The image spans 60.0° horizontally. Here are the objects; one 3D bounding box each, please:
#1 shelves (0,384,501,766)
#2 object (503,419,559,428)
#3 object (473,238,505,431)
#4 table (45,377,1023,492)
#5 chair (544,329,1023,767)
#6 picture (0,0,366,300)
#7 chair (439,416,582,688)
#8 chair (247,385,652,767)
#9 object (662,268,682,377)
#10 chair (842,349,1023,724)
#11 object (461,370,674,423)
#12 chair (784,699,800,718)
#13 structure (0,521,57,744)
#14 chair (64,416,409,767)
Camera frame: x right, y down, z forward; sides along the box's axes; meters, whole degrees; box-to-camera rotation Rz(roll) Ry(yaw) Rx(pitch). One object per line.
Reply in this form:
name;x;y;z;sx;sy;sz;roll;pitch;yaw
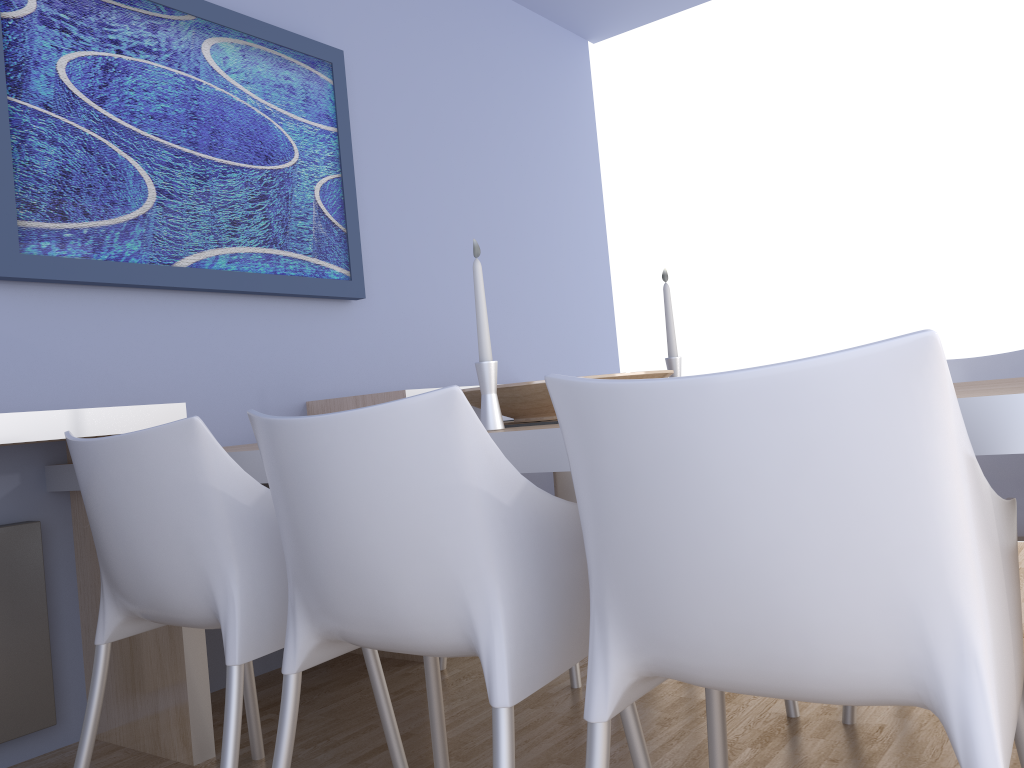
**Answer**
shelves;-0.860;0.480;2.333;0.463;0.840;3.901;-6;-2;36
object;0.117;0.076;1.950;0.986;0.005;0.594;-6;-2;36
object;-0.052;-0.091;1.596;0.045;0.349;0.045;-5;-2;-12
table;0.061;0.445;1.996;2.340;0.718;1.002;-6;-2;36
chair;0.352;0.357;1.071;0.510;0.793;0.486;-6;-2;36
picture;-0.954;-0.731;2.700;0.049;0.901;1.252;-6;-2;36
chair;0.078;0.425;2.695;0.510;0.793;0.486;-6;-2;36
chair;-0.109;0.409;1.410;0.510;0.793;0.486;-6;-2;36
object;0.396;-0.117;2.209;0.045;0.349;0.045;-6;-2;36
chair;1.028;0.317;1.997;0.510;0.793;0.486;-6;-2;36
object;0.110;0.035;1.950;0.493;0.081;0.493;-4;-2;-35
chair;0.550;0.371;2.349;0.510;0.793;0.486;-6;-2;37
structure;-0.958;0.579;2.491;0.064;0.503;3.843;-6;-2;36
chair;-0.570;0.461;1.749;0.510;0.793;0.486;-6;-2;36
